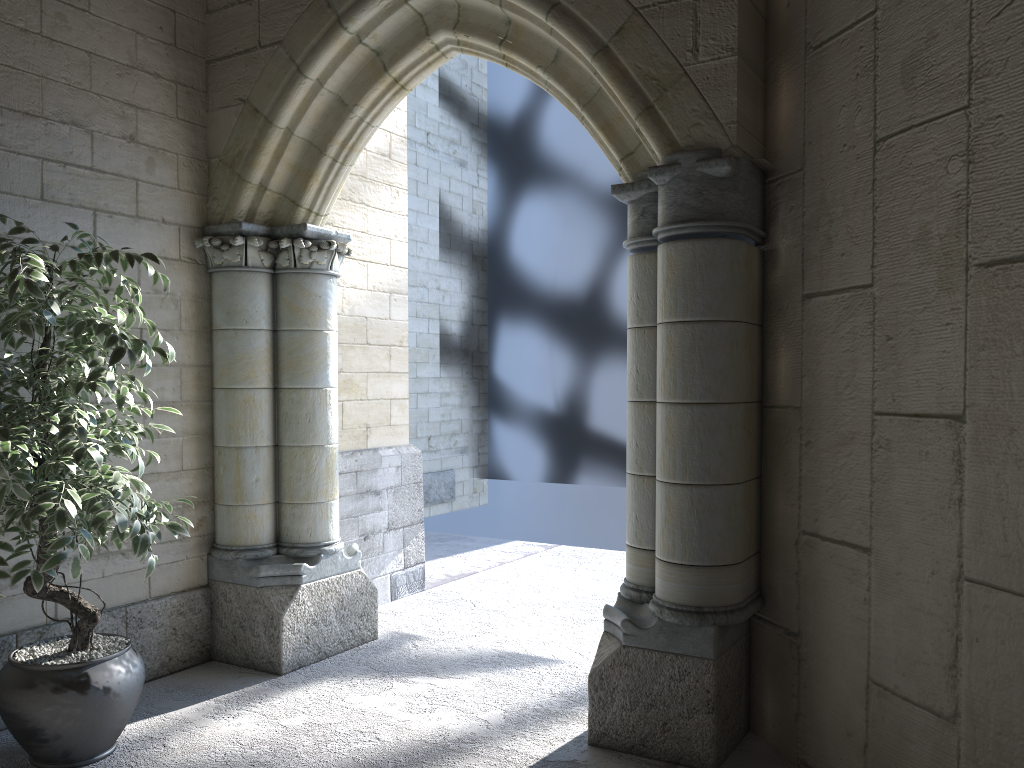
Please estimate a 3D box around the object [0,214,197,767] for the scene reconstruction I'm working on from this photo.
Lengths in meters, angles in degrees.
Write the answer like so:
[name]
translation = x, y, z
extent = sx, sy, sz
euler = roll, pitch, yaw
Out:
[object]
translation = -1.354, 0.302, 2.591
extent = 0.786, 1.621, 0.750
euler = 1, 2, 27
